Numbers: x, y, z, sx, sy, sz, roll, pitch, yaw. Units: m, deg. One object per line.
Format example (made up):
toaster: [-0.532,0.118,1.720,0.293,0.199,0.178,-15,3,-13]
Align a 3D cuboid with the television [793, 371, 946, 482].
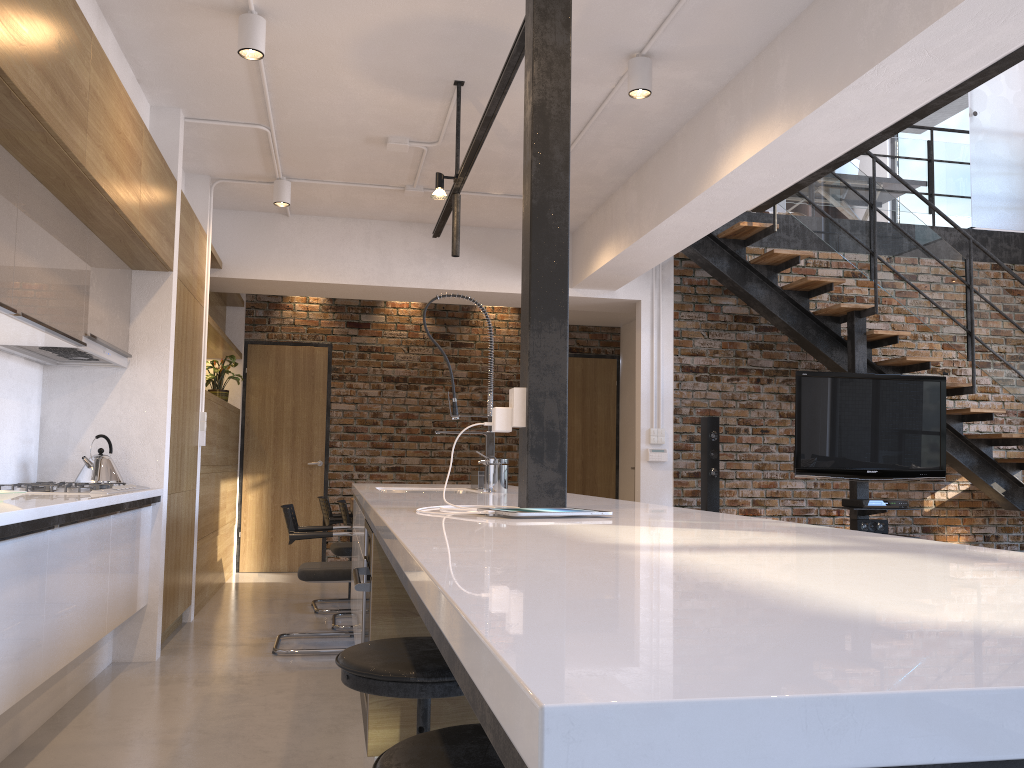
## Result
television: [2.598,0.319,6.469,1.207,0.782,0.136,2,-4,-11]

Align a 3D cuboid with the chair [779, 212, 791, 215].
chair: [2.901,-1.657,9.255,0.556,0.821,0.580,3,-5,-24]

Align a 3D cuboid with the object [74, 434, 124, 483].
object: [-2.000,0.361,4.309,0.222,0.234,0.222,3,-5,-21]

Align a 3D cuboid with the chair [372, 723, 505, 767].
chair: [-0.007,0.799,1.130,0.358,0.635,0.356,-2,-5,33]

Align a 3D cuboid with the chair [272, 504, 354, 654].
chair: [-1.032,1.066,4.935,0.540,0.767,0.520,2,-5,-11]

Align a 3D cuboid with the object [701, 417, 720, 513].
object: [1.514,0.855,6.770,0.271,1.205,0.271,3,-5,-21]

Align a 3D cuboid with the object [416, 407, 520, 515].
object: [-0.104,0.168,2.042,0.214,0.246,0.418,0,-5,10]

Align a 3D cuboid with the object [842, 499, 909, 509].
object: [2.611,0.862,6.377,0.360,0.058,0.275,2,-5,-11]

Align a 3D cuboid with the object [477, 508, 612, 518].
object: [0.067,0.275,1.883,0.240,0.013,0.188,3,-6,-26]

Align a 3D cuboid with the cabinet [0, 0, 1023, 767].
cabinet: [-0.964,-0.094,3.724,2.474,2.868,9.126,2,-5,-11]

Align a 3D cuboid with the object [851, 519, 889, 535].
object: [2.598,1.040,6.442,0.247,0.112,0.089,2,-5,-11]

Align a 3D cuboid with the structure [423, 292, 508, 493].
structure: [-0.087,0.038,3.719,0.392,0.812,0.508,-2,-5,28]

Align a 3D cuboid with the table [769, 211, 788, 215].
table: [2.981,-1.619,8.632,1.860,0.635,0.744,2,-5,-11]

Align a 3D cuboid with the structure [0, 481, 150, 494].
structure: [-2.004,0.487,4.053,0.496,0.063,0.859,2,-5,-11]

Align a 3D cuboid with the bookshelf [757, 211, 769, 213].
bookshelf: [2.901,-2.229,11.056,2.717,2.278,0.307,2,-4,-11]

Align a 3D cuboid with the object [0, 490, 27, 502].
object: [-1.753,0.367,2.883,0.310,0.034,0.310,1,-5,2]

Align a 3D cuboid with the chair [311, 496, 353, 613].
chair: [-1.113,1.184,6.234,0.540,0.767,0.520,2,-5,-16]

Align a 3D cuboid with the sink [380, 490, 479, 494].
sink: [-0.338,0.541,3.580,0.406,0.203,0.707,2,-5,-11]

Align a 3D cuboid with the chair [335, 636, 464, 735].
chair: [-0.181,0.856,1.775,0.357,0.635,0.357,4,-5,-33]

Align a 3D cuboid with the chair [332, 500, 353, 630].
chair: [-0.861,1.134,5.644,0.540,0.767,0.520,2,-5,-11]

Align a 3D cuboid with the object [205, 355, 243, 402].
object: [-2.493,-0.012,7.595,0.344,0.474,0.390,-1,-5,23]

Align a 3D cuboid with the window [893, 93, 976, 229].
window: [3.860,-1.297,4.583,5.664,5.560,13.413,2,-5,-11]
